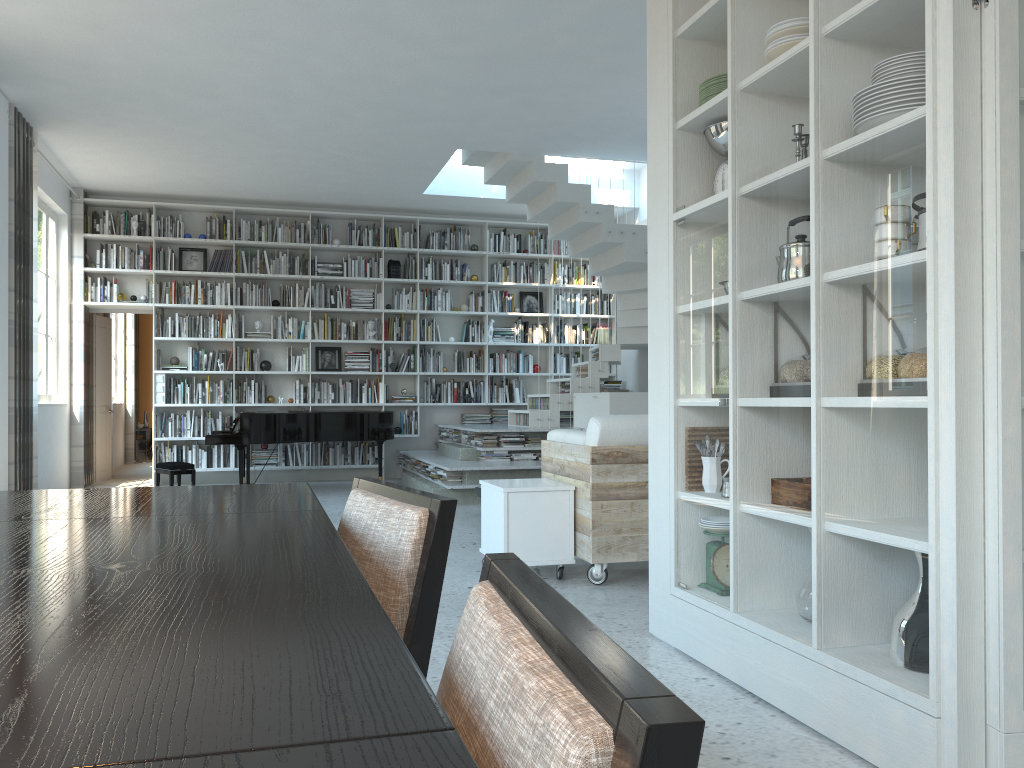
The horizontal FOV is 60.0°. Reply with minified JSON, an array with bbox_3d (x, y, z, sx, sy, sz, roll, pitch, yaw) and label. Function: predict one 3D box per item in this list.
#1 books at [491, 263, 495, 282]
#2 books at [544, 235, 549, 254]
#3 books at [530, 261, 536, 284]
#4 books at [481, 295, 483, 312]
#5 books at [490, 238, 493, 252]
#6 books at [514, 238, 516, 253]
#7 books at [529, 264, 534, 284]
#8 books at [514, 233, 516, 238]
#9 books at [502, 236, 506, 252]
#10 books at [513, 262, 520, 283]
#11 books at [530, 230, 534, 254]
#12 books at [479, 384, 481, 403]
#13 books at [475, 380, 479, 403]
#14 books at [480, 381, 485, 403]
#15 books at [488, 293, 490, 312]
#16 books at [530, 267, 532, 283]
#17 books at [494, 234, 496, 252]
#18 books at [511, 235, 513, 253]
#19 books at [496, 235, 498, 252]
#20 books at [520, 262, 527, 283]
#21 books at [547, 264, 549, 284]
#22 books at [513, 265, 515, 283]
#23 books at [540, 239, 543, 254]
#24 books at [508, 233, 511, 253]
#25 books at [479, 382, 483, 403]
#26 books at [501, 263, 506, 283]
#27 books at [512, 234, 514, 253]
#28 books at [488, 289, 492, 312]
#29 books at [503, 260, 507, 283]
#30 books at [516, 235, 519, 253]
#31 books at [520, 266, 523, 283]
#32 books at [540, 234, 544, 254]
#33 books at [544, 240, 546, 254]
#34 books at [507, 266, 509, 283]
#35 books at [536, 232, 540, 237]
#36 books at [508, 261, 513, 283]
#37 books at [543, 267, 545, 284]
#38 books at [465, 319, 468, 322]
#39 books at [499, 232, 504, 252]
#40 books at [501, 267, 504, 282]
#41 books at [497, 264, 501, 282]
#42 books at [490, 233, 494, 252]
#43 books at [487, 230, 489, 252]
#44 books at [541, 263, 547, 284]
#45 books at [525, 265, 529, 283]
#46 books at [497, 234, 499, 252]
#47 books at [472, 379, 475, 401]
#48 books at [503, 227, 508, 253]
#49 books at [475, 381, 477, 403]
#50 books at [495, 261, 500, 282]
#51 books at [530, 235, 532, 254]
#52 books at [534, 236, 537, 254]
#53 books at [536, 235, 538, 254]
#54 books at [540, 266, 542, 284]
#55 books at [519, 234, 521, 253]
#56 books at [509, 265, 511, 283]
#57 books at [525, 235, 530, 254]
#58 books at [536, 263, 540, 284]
[{"bbox_3d":[-0.239,-1.361,10.994,0.012,0.254,0.161,0,-1,-16],"label":"books"},{"bbox_3d":[0.434,-1.731,11.179,0.026,0.263,0.163,0,-1,-16],"label":"books"},{"bbox_3d":[0.262,-1.380,11.117,0.022,0.294,0.181,0,-1,-16],"label":"books"},{"bbox_3d":[-0.387,-0.978,10.953,0.013,0.221,0.155,0,-1,-16],"label":"books"},{"bbox_3d":[-0.275,-1.693,10.964,0.022,0.182,0.190,0,-1,-16],"label":"books"},{"bbox_3d":[0.018,-1.701,11.053,0.024,0.202,0.190,0,-1,-16],"label":"books"},{"bbox_3d":[0.237,-1.364,11.124,0.023,0.264,0.156,0,-1,-16],"label":"books"},{"bbox_3d":[0.027,-1.739,11.083,0.012,0.279,0.153,0,-1,-16],"label":"books"},{"bbox_3d":[-0.109,-1.716,11.029,0.030,0.231,0.148,0,-1,-16],"label":"books"},{"bbox_3d":[0.044,-1.367,11.020,0.032,0.265,0.245,0,-1,-16],"label":"books"},{"bbox_3d":[0.249,-1.760,11.127,0.007,0.321,0.165,0,-1,-16],"label":"books"},{"bbox_3d":[-0.408,0.120,10.918,0.025,0.228,0.175,0,-1,-16],"label":"books"},{"bbox_3d":[-0.435,0.093,10.942,0.012,0.282,0.143,0,-1,-16],"label":"books"},{"bbox_3d":[-0.362,0.098,10.938,0.025,0.272,0.171,0,-1,-16],"label":"books"},{"bbox_3d":[-0.300,-0.994,10.992,0.030,0.253,0.128,0,-1,-16],"label":"books"},{"bbox_3d":[0.214,-1.341,11.108,0.031,0.217,0.165,0,-1,-16],"label":"books"},{"bbox_3d":[-0.229,-1.722,10.984,0.026,0.242,0.184,0,-1,-16],"label":"books"},{"bbox_3d":[-0.026,-1.719,11.046,0.022,0.236,0.172,0,-1,-16],"label":"books"},{"bbox_3d":[-0.207,-1.716,10.999,0.024,0.231,0.168,0,-1,-16],"label":"books"},{"bbox_3d":[0.145,-1.374,11.106,0.048,0.283,0.162,0,-1,-16],"label":"books"},{"bbox_3d":[0.431,-1.364,11.178,0.031,0.265,0.169,0,-1,-16],"label":"books"},{"bbox_3d":[0.003,-1.352,11.062,0.025,0.238,0.143,0,-1,-16],"label":"books"},{"bbox_3d":[0.354,-1.704,11.154,0.029,0.210,0.169,0,-1,-16],"label":"books"},{"bbox_3d":[-0.043,-1.732,11.040,0.014,0.262,0.168,0,-1,-16],"label":"books"},{"bbox_3d":[-0.386,0.105,10.931,0.026,0.258,0.156,0,-1,-16],"label":"books"},{"bbox_3d":[-0.106,-1.364,11.019,0.026,0.261,0.167,0,-1,-16],"label":"books"},{"bbox_3d":[-0.008,-1.727,11.060,0.021,0.254,0.151,0,-1,-16],"label":"books"},{"bbox_3d":[-0.275,-1.017,10.986,0.015,0.301,0.140,0,-1,-16],"label":"books"},{"bbox_3d":[-0.090,-1.381,11.033,0.011,0.296,0.162,0,-1,-16],"label":"books"},{"bbox_3d":[0.057,-1.727,11.088,0.012,0.254,0.161,0,-1,-16],"label":"books"},{"bbox_3d":[0.100,-1.348,11.064,0.030,0.230,0.187,0,-1,-16],"label":"books"},{"bbox_3d":[0.375,-1.739,11.179,0.025,0.279,0.136,0,-1,-16],"label":"books"},{"bbox_3d":[0.401,-1.704,11.192,0.031,0.211,0.131,0,-1,-16],"label":"books"},{"bbox_3d":[-0.070,-1.345,11.038,0.030,0.224,0.158,0,-1,-16],"label":"books"},{"bbox_3d":[0.328,-1.749,11.162,0.020,0.299,0.131,0,-1,-16],"label":"books"},{"bbox_3d":[-0.019,-1.377,11.046,0.026,0.288,0.156,0,-1,-16],"label":"books"},{"bbox_3d":[0.379,-1.349,11.169,0.022,0.234,0.158,0,-1,-16],"label":"books"},{"bbox_3d":[-0.553,-0.644,10.912,0.016,0.290,0.135,0,-1,-16],"label":"books"},{"bbox_3d":[-0.146,-1.740,11.017,0.048,0.278,0.150,0,-1,-16],"label":"books"},{"bbox_3d":[-0.129,-1.337,11.008,0.025,0.207,0.175,0,-1,-16],"label":"books"},{"bbox_3d":[-0.160,-1.359,11.023,0.026,0.250,0.130,0,-1,-16],"label":"books"},{"bbox_3d":[-0.255,-1.726,10.982,0.025,0.250,0.178,0,-1,-16],"label":"books"},{"bbox_3d":[-0.318,-1.748,10.972,0.028,0.294,0.150,0,-1,-16],"label":"books"},{"bbox_3d":[0.403,-1.374,11.172,0.026,0.284,0.147,0,-1,-16],"label":"books"},{"bbox_3d":[0.182,-1.353,11.091,0.014,0.240,0.189,0,-1,-16],"label":"books"},{"bbox_3d":[-0.187,-1.725,11.023,0.027,0.249,0.140,0,-1,-16],"label":"books"},{"bbox_3d":[-0.476,0.087,10.916,0.013,0.294,0.134,0,-1,-16],"label":"books"},{"bbox_3d":[-0.085,-1.767,11.025,0.014,0.332,0.180,0,-1,-16],"label":"books"},{"bbox_3d":[-0.460,0.102,10.922,0.021,0.264,0.150,0,-1,-16],"label":"books"},{"bbox_3d":[-0.195,-1.375,11.004,0.051,0.282,0.166,0,-1,-16],"label":"books"},{"bbox_3d":[0.222,-1.726,11.119,0.016,0.252,0.189,0,-1,-16],"label":"books"},{"bbox_3d":[0.273,-1.724,11.132,0.031,0.248,0.164,0,-1,-16],"label":"books"},{"bbox_3d":[0.292,-1.728,11.154,0.017,0.257,0.146,0,-1,-16],"label":"books"},{"bbox_3d":[0.344,-1.353,11.149,0.030,0.241,0.162,0,-1,-16],"label":"books"},{"bbox_3d":[0.081,-1.729,11.082,0.030,0.257,0.165,0,-1,-16],"label":"books"},{"bbox_3d":[-0.048,-1.351,11.059,0.024,0.236,0.146,0,-1,-16],"label":"books"},{"bbox_3d":[0.192,-1.728,11.102,0.019,0.256,0.169,0,-1,-16],"label":"books"},{"bbox_3d":[0.314,-1.368,11.133,0.036,0.272,0.177,0,-1,-16],"label":"books"}]
